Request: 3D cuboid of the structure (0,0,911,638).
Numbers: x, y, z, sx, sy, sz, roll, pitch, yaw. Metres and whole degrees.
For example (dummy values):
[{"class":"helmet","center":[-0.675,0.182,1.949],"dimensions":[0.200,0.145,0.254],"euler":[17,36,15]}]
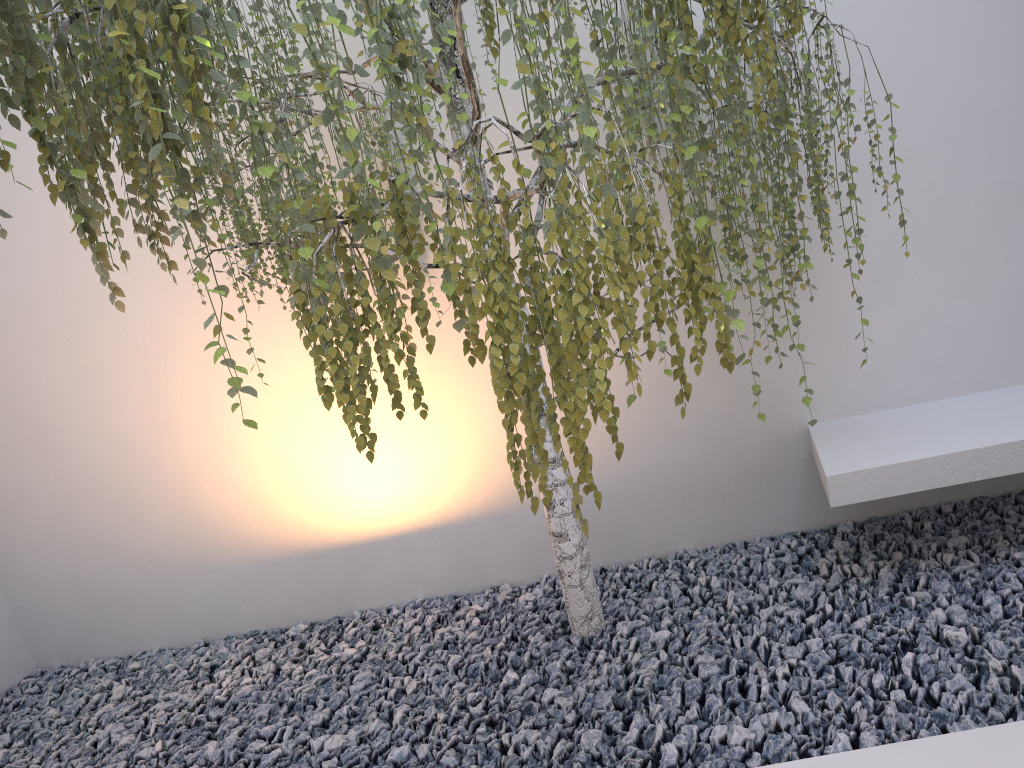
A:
[{"class":"structure","center":[-0.263,-1.052,2.023],"dimensions":[2.404,4.110,1.737],"euler":[-13,13,3]}]
